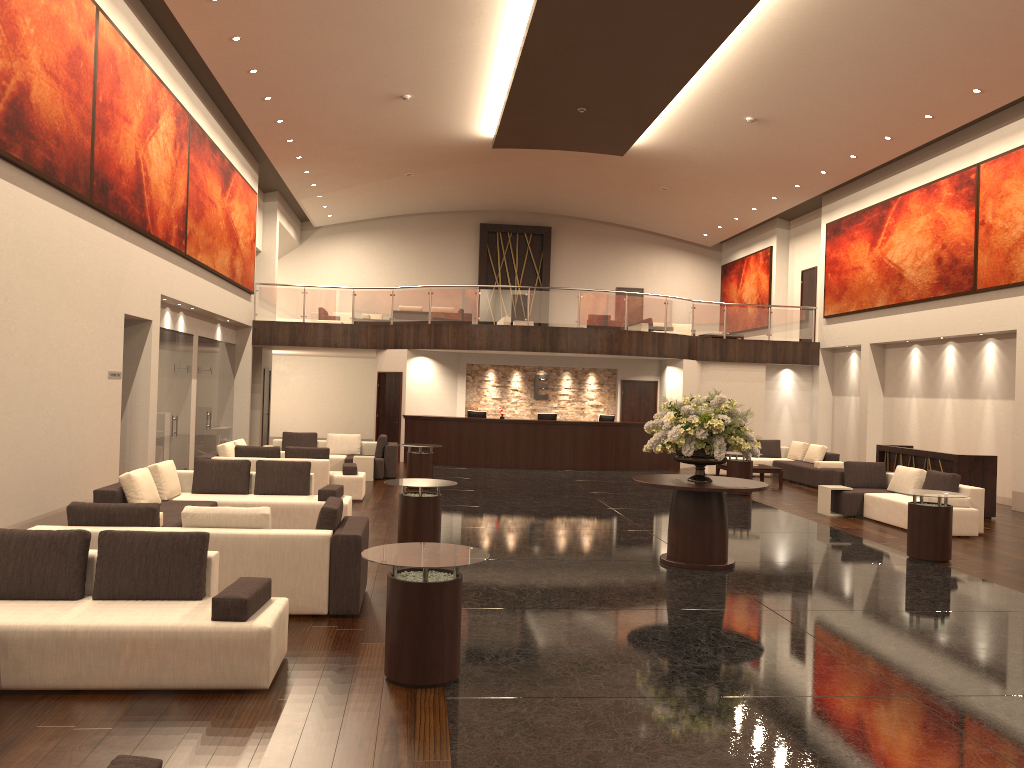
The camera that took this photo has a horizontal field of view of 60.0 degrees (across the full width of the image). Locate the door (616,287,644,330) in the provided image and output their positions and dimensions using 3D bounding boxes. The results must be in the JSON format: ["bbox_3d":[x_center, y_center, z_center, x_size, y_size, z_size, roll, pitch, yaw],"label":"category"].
[{"bbox_3d":[4.187,-2.324,31.695,0.990,2.232,0.104,2,0,-6],"label":"door"}]

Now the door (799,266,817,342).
[{"bbox_3d":[8.562,-2.222,25.606,0.104,2.232,0.990,2,0,-6],"label":"door"}]

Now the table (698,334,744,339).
[{"bbox_3d":[6.529,-1.348,27.776,1.100,0.380,1.100,2,0,-6],"label":"table"}]

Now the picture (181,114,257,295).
[{"bbox_3d":[-6.085,-3.498,18.866,0.070,2.526,6.485,2,0,-6],"label":"picture"}]

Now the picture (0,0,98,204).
[{"bbox_3d":[-5.051,-3.527,8.889,0.070,2.526,4.515,2,0,-6],"label":"picture"}]

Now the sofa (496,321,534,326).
[{"bbox_3d":[0.243,-1.786,28.373,1.291,0.862,2.846,2,0,-6],"label":"sofa"}]

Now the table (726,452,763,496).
[{"bbox_3d":[4.376,1.730,17.048,0.833,0.795,0.844,2,0,33],"label":"table"}]

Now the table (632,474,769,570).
[{"bbox_3d":[2.097,1.551,9.982,1.498,0.921,1.498,2,0,-15],"label":"table"}]

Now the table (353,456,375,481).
[{"bbox_3d":[-2.937,1.670,17.564,0.400,0.460,0.400,2,0,-6],"label":"table"}]

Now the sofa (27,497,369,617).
[{"bbox_3d":[-2.687,1.414,7.617,2.846,0.862,1.291,2,0,-6],"label":"sofa"}]

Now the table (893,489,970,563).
[{"bbox_3d":[5.035,1.712,10.690,0.833,0.795,0.844,2,-1,-45],"label":"table"}]

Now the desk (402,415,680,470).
[{"bbox_3d":[0.846,1.460,22.009,7.146,1.171,1.674,2,0,-4],"label":"desk"}]

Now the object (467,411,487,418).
[{"bbox_3d":[-0.869,0.910,21.922,0.483,0.485,0.189,2,0,9],"label":"object"}]

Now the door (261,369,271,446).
[{"bbox_3d":[-6.861,0.701,24.690,0.104,2.232,0.990,2,0,-6],"label":"door"}]

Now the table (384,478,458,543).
[{"bbox_3d":[-1.046,1.514,10.060,0.833,0.795,0.844,2,-1,-45],"label":"table"}]

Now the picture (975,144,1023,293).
[{"bbox_3d":[9.262,-3.032,14.913,0.070,2.526,4.515,2,0,-6],"label":"picture"}]

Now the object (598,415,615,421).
[{"bbox_3d":[2.362,1.015,22.164,0.483,0.485,0.189,2,0,-31],"label":"object"}]

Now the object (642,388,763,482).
[{"bbox_3d":[2.102,0.542,9.988,1.402,1.097,1.453,2,0,40],"label":"object"}]

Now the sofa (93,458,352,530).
[{"bbox_3d":[-3.245,1.412,10.192,2.586,0.862,3.366,2,0,-6],"label":"sofa"}]

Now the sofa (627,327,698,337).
[{"bbox_3d":[5.635,-1.611,28.781,3.366,0.862,2.586,2,0,-6],"label":"sofa"}]

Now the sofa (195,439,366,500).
[{"bbox_3d":[-3.814,1.427,15.511,2.586,0.862,3.366,2,0,-6],"label":"sofa"}]

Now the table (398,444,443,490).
[{"bbox_3d":[-1.705,1.532,16.418,0.833,0.795,0.844,2,0,33],"label":"table"}]

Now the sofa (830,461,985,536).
[{"bbox_3d":[6.041,1.732,13.839,1.291,0.862,2.846,2,0,-6],"label":"sofa"}]

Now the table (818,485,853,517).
[{"bbox_3d":[5.300,1.914,14.550,0.400,0.460,0.400,2,0,-6],"label":"table"}]

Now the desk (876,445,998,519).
[{"bbox_3d":[7.513,1.699,15.889,0.700,1.043,2.606,2,0,-6],"label":"desk"}]

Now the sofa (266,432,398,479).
[{"bbox_3d":[-3.777,1.444,18.139,2.846,0.862,1.291,2,0,-6],"label":"sofa"}]

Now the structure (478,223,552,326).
[{"bbox_3d":[0.065,-3.464,31.180,2.524,4.236,0.187,2,0,-6],"label":"structure"}]

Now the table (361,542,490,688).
[{"bbox_3d":[-0.572,1.502,5.764,0.833,0.795,0.844,2,-1,-45],"label":"table"}]

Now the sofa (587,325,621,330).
[{"bbox_3d":[2.567,-1.711,28.488,1.291,0.862,2.846,2,0,-6],"label":"sofa"}]

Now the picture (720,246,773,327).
[{"bbox_3d":[7.741,-2.990,29.583,0.070,2.526,4.515,2,0,-6],"label":"picture"}]

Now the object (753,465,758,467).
[{"bbox_3d":[5.167,1.772,19.349,0.437,0.040,0.154,2,0,40],"label":"object"}]

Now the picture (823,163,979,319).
[{"bbox_3d":[8.693,-3.016,20.396,0.070,2.526,6.485,2,0,-6],"label":"picture"}]

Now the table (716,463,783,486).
[{"bbox_3d":[5.172,1.980,19.396,1.100,0.380,1.100,2,0,-6],"label":"table"}]

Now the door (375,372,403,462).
[{"bbox_3d":[-3.104,0.807,22.365,0.990,2.232,0.104,1,0,45],"label":"door"}]

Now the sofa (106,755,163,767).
[{"bbox_3d":[-2.102,1.398,1.974,2.846,0.862,1.291,2,0,-6],"label":"sofa"}]

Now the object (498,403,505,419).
[{"bbox_3d":[-0.246,0.648,21.452,0.163,0.390,0.165,2,0,2],"label":"object"}]

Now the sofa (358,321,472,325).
[{"bbox_3d":[-2.983,-1.895,27.411,3.366,0.862,2.586,2,0,-6],"label":"sofa"}]

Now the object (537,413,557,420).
[{"bbox_3d":[0.859,0.965,21.829,0.483,0.485,0.189,2,0,-6],"label":"object"}]

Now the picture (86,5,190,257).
[{"bbox_3d":[-5.517,-3.514,13.383,0.070,2.526,4.515,2,0,-6],"label":"picture"}]

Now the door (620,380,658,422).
[{"bbox_3d":[3.346,1.018,23.521,0.990,2.232,0.104,2,0,-6],"label":"door"}]

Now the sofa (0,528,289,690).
[{"bbox_3d":[-2.660,1.396,4.549,2.586,0.862,3.366,2,0,-6],"label":"sofa"}]

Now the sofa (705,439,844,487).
[{"bbox_3d":[5.969,1.769,20.312,2.586,0.862,3.366,2,0,-6],"label":"sofa"}]

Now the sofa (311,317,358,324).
[{"bbox_3d":[-4.731,-1.943,28.739,3.366,0.862,2.586,2,0,-6],"label":"sofa"}]
